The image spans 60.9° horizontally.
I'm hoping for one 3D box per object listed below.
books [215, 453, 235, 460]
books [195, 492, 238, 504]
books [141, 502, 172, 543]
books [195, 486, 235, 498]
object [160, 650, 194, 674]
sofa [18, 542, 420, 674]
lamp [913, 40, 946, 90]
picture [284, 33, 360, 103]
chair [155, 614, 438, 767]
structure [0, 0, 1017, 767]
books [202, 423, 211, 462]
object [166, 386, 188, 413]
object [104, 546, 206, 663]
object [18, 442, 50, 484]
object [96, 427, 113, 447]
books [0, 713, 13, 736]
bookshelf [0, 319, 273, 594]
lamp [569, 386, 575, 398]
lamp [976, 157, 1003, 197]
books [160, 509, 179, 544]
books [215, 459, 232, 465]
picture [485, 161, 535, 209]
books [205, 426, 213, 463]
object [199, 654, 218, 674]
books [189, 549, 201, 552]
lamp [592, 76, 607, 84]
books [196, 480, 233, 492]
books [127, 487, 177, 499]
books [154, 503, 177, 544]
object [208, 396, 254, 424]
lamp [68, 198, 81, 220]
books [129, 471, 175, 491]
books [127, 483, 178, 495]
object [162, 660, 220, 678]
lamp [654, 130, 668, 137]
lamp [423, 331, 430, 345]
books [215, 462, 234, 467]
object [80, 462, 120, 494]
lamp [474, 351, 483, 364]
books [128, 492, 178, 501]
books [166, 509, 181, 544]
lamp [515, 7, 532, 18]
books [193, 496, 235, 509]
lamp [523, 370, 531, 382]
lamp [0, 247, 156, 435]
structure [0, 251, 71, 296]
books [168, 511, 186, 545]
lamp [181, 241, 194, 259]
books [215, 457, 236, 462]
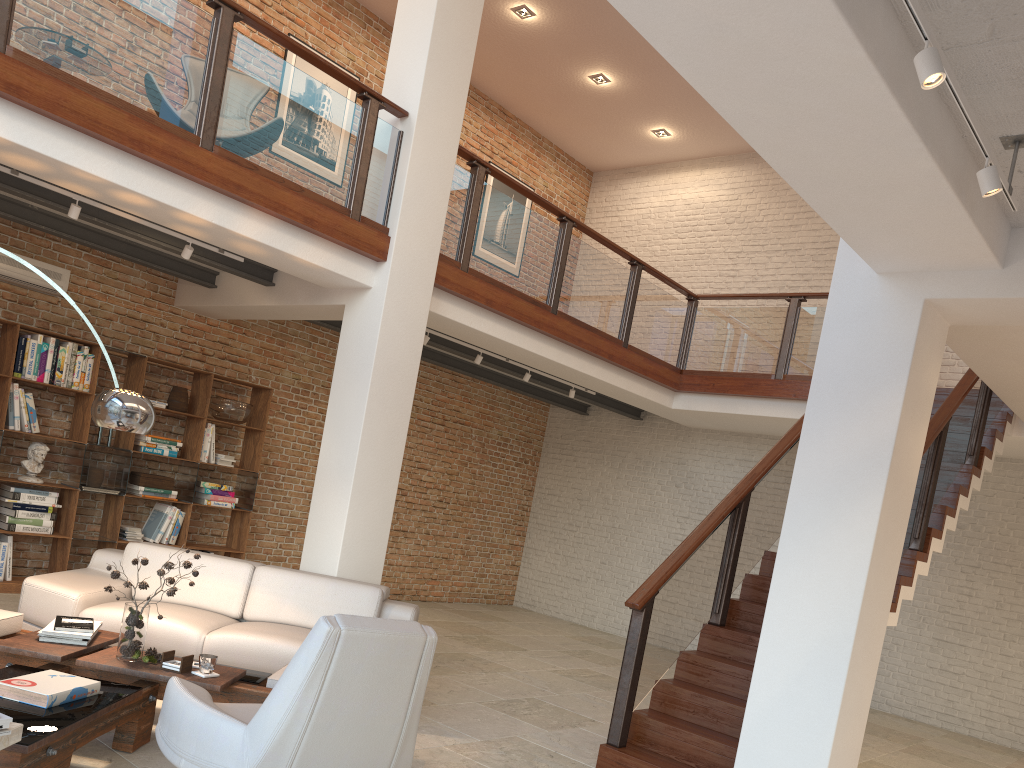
[{"bbox_3d":[-2.877,0.719,8.666,0.203,0.033,0.135,6,-8,30],"label":"books"},{"bbox_3d":[-2.949,1.133,8.710,0.251,0.055,0.333,5,-9,35],"label":"books"},{"bbox_3d":[-3.393,1.314,8.281,0.240,0.371,0.165,10,1,41],"label":"books"},{"bbox_3d":[-2.976,1.068,8.680,0.251,0.055,0.333,4,-10,40],"label":"books"},{"bbox_3d":[-1.646,1.365,4.285,0.114,0.082,0.095,10,-3,13],"label":"object"},{"bbox_3d":[-1.839,1.586,5.797,2.329,0.755,1.151,10,-4,0],"label":"sofa"},{"bbox_3d":[1.072,-0.817,2.235,0.084,0.129,0.062,10,0,43],"label":"lamp"},{"bbox_3d":[-2.034,-2.797,9.034,0.027,1.193,0.930,13,1,41],"label":"picture"},{"bbox_3d":[-0.790,1.348,3.508,1.044,1.013,0.960,12,-3,-33],"label":"chair"},{"bbox_3d":[2.360,0.463,4.476,13.668,4.121,10.368,5,-8,40],"label":"structure"},{"bbox_3d":[-3.026,0.559,8.463,0.240,0.383,0.037,10,2,40],"label":"books"},{"bbox_3d":[-3.125,0.145,8.168,0.193,0.232,0.194,11,-1,-2],"label":"object"},{"bbox_3d":[-1.795,1.094,4.435,0.315,0.604,0.547,11,-2,12],"label":"object"},{"bbox_3d":[-4.037,0.656,7.359,0.199,0.349,0.191,10,0,-34],"label":"object"},{"bbox_3d":[-3.589,0.348,7.711,0.061,0.398,0.123,13,3,44],"label":"object"},{"bbox_3d":[-1.866,0.983,2.620,0.562,0.079,0.396,7,-8,24],"label":"books"},{"bbox_3d":[-3.697,0.782,7.756,0.359,2.189,3.095,13,-2,41],"label":"bookshelf"},{"bbox_3d":[0.658,0.096,9.523,0.059,0.128,0.087,10,0,1],"label":"lamp"},{"bbox_3d":[1.530,-0.657,2.791,0.086,0.129,0.059,10,1,10],"label":"lamp"},{"bbox_3d":[-3.324,1.343,8.345,0.268,0.354,0.099,10,1,41],"label":"books"},{"bbox_3d":[-2.887,0.771,8.669,0.135,0.033,0.203,16,-9,-39],"label":"books"},{"bbox_3d":[-0.102,-2.122,11.363,0.027,1.193,0.930,13,1,41],"label":"picture"},{"bbox_3d":[-3.018,0.578,8.492,0.268,0.358,0.021,10,2,40],"label":"books"},{"bbox_3d":[-1.500,1.380,4.290,0.091,0.084,0.091,11,-3,0],"label":"object"},{"bbox_3d":[-3.166,1.830,8.640,0.240,0.384,0.070,10,2,40],"label":"books"},{"bbox_3d":[0.998,-3.465,9.875,0.122,0.055,0.126,5,-8,41],"label":"lamp"},{"bbox_3d":[-2.976,1.009,8.664,0.333,0.055,0.252,16,-9,-39],"label":"books"},{"bbox_3d":[-3.397,1.025,8.207,0.241,0.036,0.388,5,-9,36],"label":"books"},{"bbox_3d":[-3.349,1.324,8.298,0.240,0.372,0.163,10,1,41],"label":"books"},{"bbox_3d":[-2.794,0.275,8.636,0.440,0.218,0.436,11,-6,-8],"label":"object"},{"bbox_3d":[-2.732,-1.087,5.447,0.084,0.129,0.062,10,0,43],"label":"lamp"},{"bbox_3d":[-3.373,0.908,8.165,0.210,0.118,0.342,6,-8,41],"label":"books"},{"bbox_3d":[-3.374,0.987,8.172,0.241,0.036,0.388,4,-10,39],"label":"books"},{"bbox_3d":[-1.558,1.415,4.358,0.247,0.034,0.275,9,-8,13],"label":"object"},{"bbox_3d":[1.876,-3.158,10.934,0.122,0.055,0.126,5,-8,41],"label":"lamp"},{"bbox_3d":[-0.776,-0.404,7.801,0.086,0.129,0.059,10,1,10],"label":"lamp"},{"bbox_3d":[-2.897,0.797,8.685,0.174,0.019,0.233,17,-10,-41],"label":"books"},{"bbox_3d":[-3.694,0.830,7.747,0.280,0.232,0.342,8,-5,41],"label":"object"},{"bbox_3d":[-0.319,-0.244,8.357,0.084,0.129,0.062,10,0,43],"label":"lamp"},{"bbox_3d":[-3.383,1.057,8.210,0.268,0.020,0.363,4,-10,39],"label":"books"},{"bbox_3d":[-3.318,1.350,8.368,0.268,0.354,0.099,10,1,41],"label":"books"},{"bbox_3d":[0.119,-3.772,8.816,0.122,0.055,0.126,5,-8,41],"label":"lamp"},{"bbox_3d":[-2.975,1.183,8.693,0.251,0.055,0.333,4,-10,43],"label":"books"},{"bbox_3d":[0.155,-0.078,8.928,0.084,0.129,0.062,10,0,43],"label":"lamp"},{"bbox_3d":[-2.979,0.397,4.498,2.048,2.347,0.315,11,2,-14],"label":"lamp"},{"bbox_3d":[-4.069,-0.943,7.102,0.197,0.217,0.830,9,-6,41],"label":"structure"},{"bbox_3d":[-3.281,1.368,8.393,0.251,0.333,0.118,10,1,41],"label":"books"},{"bbox_3d":[-2.248,-0.923,6.043,0.061,0.115,0.093,10,-1,-43],"label":"lamp"},{"bbox_3d":[-2.880,0.746,8.676,0.233,0.019,0.174,3,-10,43],"label":"books"}]
